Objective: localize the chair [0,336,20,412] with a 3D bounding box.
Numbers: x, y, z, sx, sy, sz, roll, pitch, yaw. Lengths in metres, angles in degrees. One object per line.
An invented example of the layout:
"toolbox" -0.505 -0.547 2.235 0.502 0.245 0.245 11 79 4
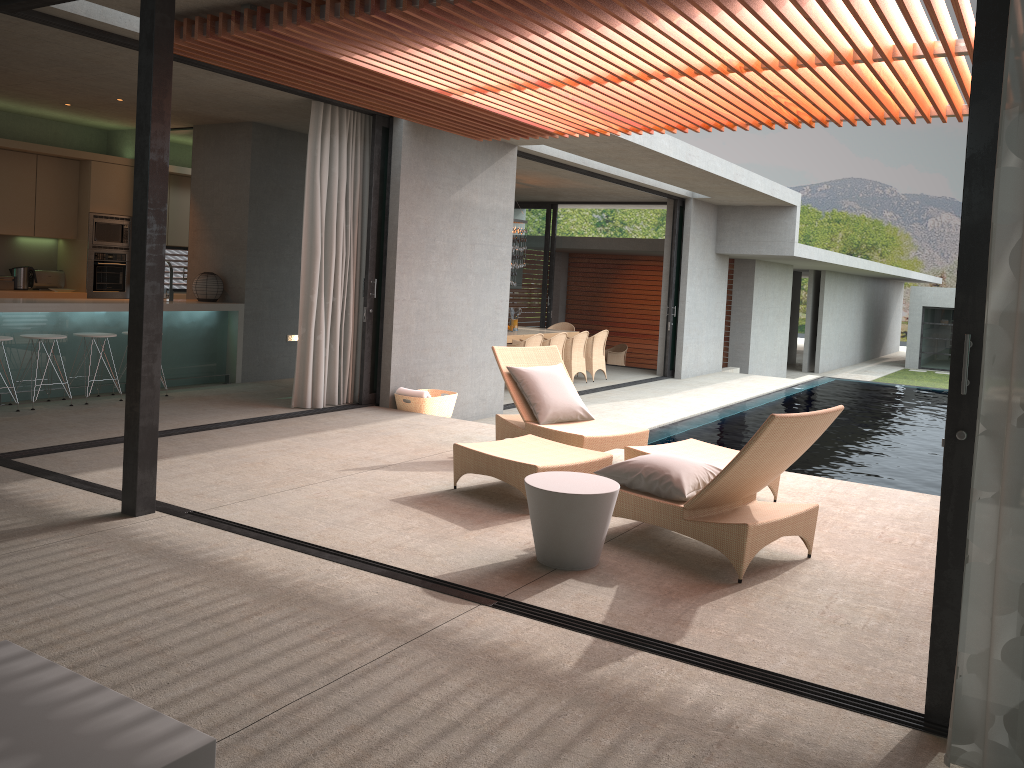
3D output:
"chair" -4.425 -0.082 7.445 0.383 0.621 0.382 5 4 31

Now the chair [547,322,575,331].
"chair" 0.811 -0.703 16.265 0.619 0.860 0.631 5 5 31

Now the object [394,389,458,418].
"object" -0.883 0.245 9.065 0.447 0.299 0.681 6 7 31

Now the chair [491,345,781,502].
"chair" 0.795 0.239 6.467 0.700 0.824 2.307 0 7 -39

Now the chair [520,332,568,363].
"chair" 0.506 -0.394 13.604 0.632 0.860 0.618 5 4 31

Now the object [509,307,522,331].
"object" 0.041 -1.085 14.780 0.193 0.385 0.193 4 3 13

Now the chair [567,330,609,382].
"chair" 1.279 -0.507 14.864 0.632 0.860 0.618 5 4 31

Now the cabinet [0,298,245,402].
"cabinet" -4.466 -0.348 8.469 0.803 0.895 4.132 6 7 31

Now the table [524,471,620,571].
"table" 0.287 0.683 4.396 0.475 0.392 0.477 4 5 13

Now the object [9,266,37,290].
"object" -5.729 -1.241 10.346 0.178 0.284 0.278 6 5 36

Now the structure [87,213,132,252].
"structure" -5.081 -1.868 10.903 0.461 0.435 0.598 6 6 31

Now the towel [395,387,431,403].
"towel" -0.954 0.200 8.933 0.370 0.310 0.310 6 6 32

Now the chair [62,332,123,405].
"chair" -3.917 -0.157 8.279 0.383 0.621 0.382 5 4 31

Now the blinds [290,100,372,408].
"blinds" -1.743 -1.251 8.719 0.230 2.924 0.886 4 3 28

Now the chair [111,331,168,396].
"chair" -3.654 -0.195 8.711 0.383 0.621 0.382 5 4 31

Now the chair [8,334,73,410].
"chair" -4.175 -0.119 7.854 0.383 0.621 0.382 5 4 31

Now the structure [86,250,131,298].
"structure" -5.093 -1.360 10.913 0.499 0.578 0.597 6 5 31

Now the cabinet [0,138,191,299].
"cabinet" -5.309 -1.349 9.441 1.971 2.554 7.490 6 7 31

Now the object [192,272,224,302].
"object" -3.459 -1.106 10.054 0.341 0.333 0.341 5 5 23

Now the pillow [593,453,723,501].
"pillow" 0.864 0.494 4.878 0.596 0.193 0.596 9 9 42

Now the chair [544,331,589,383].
"chair" 0.892 -0.451 14.234 0.632 0.860 0.618 5 4 31

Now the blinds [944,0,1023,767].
"blinds" 2.346 -0.193 1.857 2.433 2.914 0.223 6 3 31

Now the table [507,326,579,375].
"table" -0.231 -0.490 14.482 1.284 0.753 3.265 7 8 31

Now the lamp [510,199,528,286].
"lamp" -0.163 -2.489 14.581 0.620 1.749 0.620 5 3 31

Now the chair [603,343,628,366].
"chair" 2.253 -0.487 19.946 0.629 0.860 0.621 1 4 -29

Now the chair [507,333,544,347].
"chair" 0.120 -0.338 12.973 0.632 0.860 0.618 5 4 31

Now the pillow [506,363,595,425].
"pillow" 0.308 0.071 7.051 0.608 0.425 0.429 -2 7 -40

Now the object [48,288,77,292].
"object" -5.343 -1.114 10.511 0.310 0.034 0.312 3 7 0

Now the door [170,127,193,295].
"door" -3.913 -0.206 5.177 5.774 4.453 15.414 3 7 4

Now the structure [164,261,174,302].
"structure" -3.754 -1.107 9.493 0.259 0.440 0.097 5 3 31

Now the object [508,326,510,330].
"object" -0.079 -0.920 14.513 0.087 0.087 0.087 5 5 22

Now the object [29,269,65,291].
"object" -5.606 -1.252 10.641 0.151 0.246 0.390 5 6 31

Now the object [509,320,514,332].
"object" -0.271 -1.050 14.358 0.541 0.385 0.326 -2 6 -43

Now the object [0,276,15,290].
"object" -5.940 -1.157 10.080 0.241 0.159 0.401 6 7 31

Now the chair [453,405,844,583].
"chair" 0.661 0.394 5.144 0.700 0.824 2.306 -1 7 -43
